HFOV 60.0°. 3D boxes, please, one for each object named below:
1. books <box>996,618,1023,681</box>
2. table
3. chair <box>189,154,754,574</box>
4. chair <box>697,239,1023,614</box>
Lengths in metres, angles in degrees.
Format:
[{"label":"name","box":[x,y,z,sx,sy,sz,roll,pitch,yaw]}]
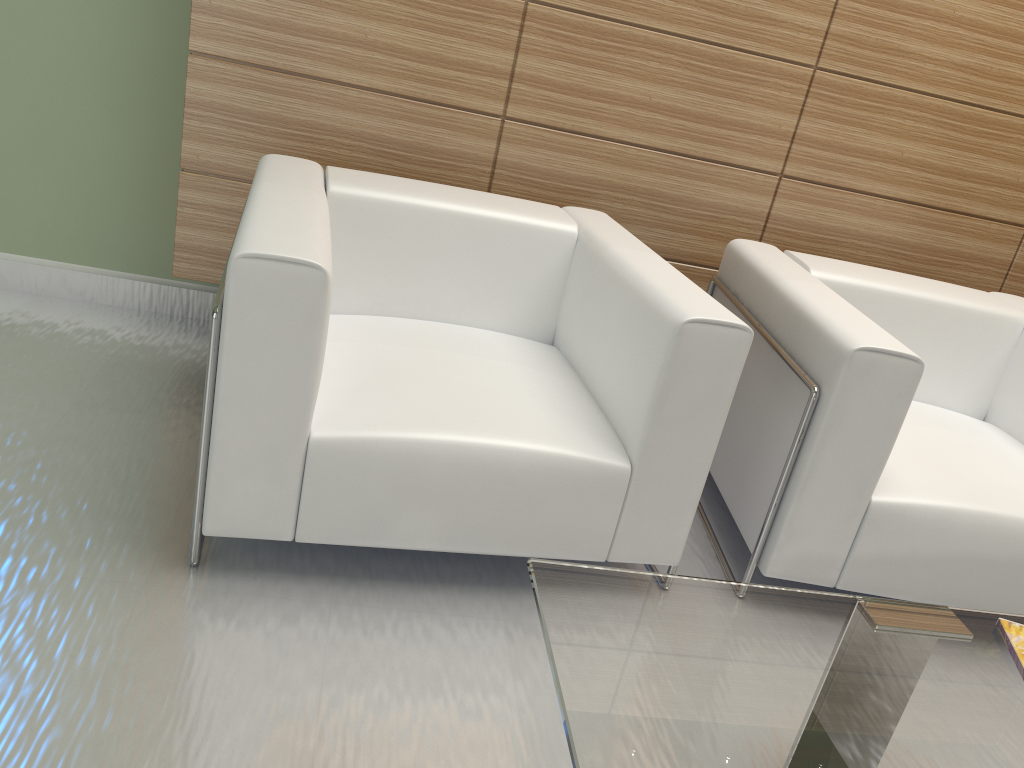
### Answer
[{"label":"books","box":[1.514,0.853,2.096,0.508,0.025,0.762,16,22,8]},{"label":"table","box":[1.135,1.294,1.835,2.197,0.742,1.783,9,22,-11]},{"label":"chair","box":[-0.286,-0.105,3.917,1.894,1.234,1.802,7,22,-15]},{"label":"chair","box":[1.975,0.244,4.335,1.894,1.234,1.769,10,21,-6]}]
